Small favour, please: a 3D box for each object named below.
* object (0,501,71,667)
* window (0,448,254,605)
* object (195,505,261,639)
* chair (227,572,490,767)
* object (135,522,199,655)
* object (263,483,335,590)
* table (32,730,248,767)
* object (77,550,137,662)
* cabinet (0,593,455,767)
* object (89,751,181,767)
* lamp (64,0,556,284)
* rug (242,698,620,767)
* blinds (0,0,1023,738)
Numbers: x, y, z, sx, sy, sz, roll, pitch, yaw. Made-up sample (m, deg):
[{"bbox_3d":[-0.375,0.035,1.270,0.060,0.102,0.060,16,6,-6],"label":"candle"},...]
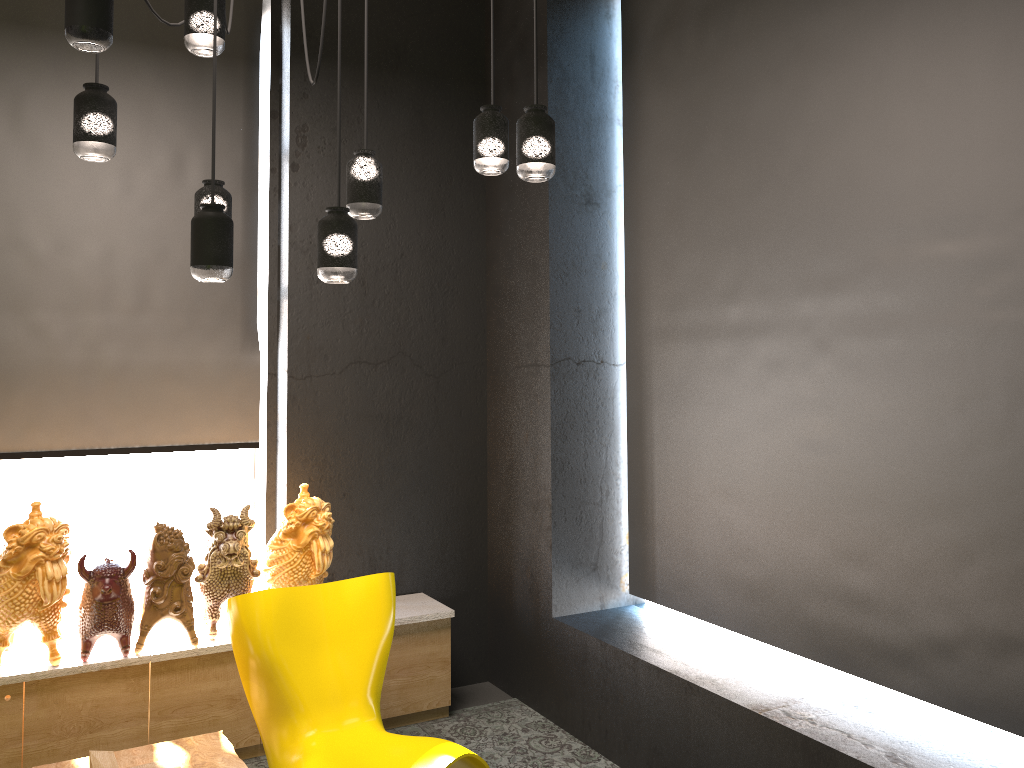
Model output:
[{"bbox_3d":[-1.945,0.791,3.568,0.307,0.657,0.468,1,-2,-24],"label":"object"},{"bbox_3d":[-2.410,-0.494,4.300,2.307,3.179,0.051,1,-3,-28],"label":"window"},{"bbox_3d":[-1.291,0.818,3.936,0.271,0.581,0.429,2,-3,-35],"label":"object"},{"bbox_3d":[-0.630,1.195,3.216,0.658,0.900,1.067,1,-2,-34],"label":"chair"},{"bbox_3d":[-1.498,0.847,3.856,0.249,0.547,0.474,1,-2,-21],"label":"object"},{"bbox_3d":[-1.004,0.778,4.079,0.307,0.657,0.468,1,-2,-24],"label":"object"},{"bbox_3d":[-1.205,1.497,2.883,0.694,0.310,0.827,0,0,-29],"label":"table"},{"bbox_3d":[-1.691,0.891,3.694,0.219,0.442,0.461,1,-2,-24],"label":"object"},{"bbox_3d":[-1.570,1.374,3.781,2.729,0.532,0.403,-1,-1,-28],"label":"cabinet"},{"bbox_3d":[-1.203,1.275,2.834,0.350,0.137,0.519,-1,0,-34],"label":"object"},{"bbox_3d":[-0.338,-1.440,1.854,2.843,2.281,2.670,-1,-1,15],"label":"lamp"},{"bbox_3d":[-0.863,1.646,2.819,3.595,0.010,2.186,-1,1,-29],"label":"rug"},{"bbox_3d":[-4.349,-0.551,2.391,12.711,3.322,3.514,0,-1,-8],"label":"blinds"}]
